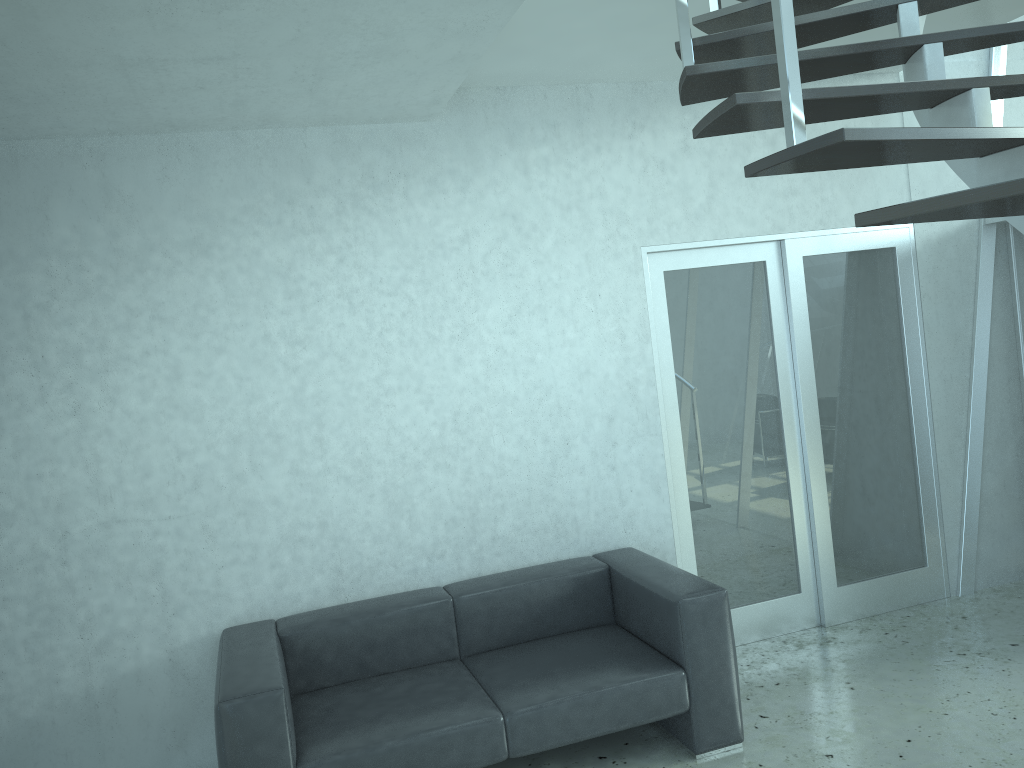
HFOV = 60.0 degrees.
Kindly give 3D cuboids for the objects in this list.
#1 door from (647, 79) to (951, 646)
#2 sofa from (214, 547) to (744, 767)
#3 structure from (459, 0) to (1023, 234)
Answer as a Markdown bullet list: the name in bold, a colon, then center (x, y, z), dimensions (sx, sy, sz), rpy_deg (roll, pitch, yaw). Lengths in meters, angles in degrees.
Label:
- **door**: center (1.876, -0.144, 5.349), dimensions (1.162, 3.200, 2.576), rpy_deg (-5, 3, 31)
- **sofa**: center (-0.159, 1.247, 3.715), dimensions (2.025, 0.652, 0.943), rpy_deg (-8, 3, -17)
- **structure**: center (1.530, -0.657, 2.741), dimensions (2.655, 4.156, 3.780), rpy_deg (-8, 3, -17)
